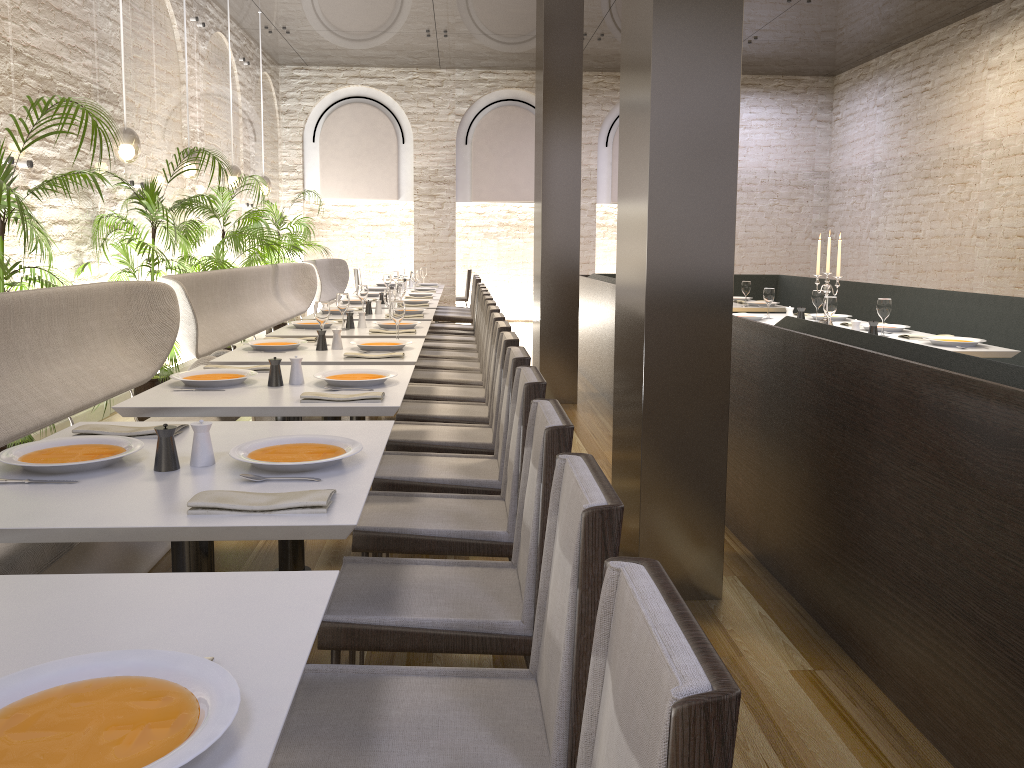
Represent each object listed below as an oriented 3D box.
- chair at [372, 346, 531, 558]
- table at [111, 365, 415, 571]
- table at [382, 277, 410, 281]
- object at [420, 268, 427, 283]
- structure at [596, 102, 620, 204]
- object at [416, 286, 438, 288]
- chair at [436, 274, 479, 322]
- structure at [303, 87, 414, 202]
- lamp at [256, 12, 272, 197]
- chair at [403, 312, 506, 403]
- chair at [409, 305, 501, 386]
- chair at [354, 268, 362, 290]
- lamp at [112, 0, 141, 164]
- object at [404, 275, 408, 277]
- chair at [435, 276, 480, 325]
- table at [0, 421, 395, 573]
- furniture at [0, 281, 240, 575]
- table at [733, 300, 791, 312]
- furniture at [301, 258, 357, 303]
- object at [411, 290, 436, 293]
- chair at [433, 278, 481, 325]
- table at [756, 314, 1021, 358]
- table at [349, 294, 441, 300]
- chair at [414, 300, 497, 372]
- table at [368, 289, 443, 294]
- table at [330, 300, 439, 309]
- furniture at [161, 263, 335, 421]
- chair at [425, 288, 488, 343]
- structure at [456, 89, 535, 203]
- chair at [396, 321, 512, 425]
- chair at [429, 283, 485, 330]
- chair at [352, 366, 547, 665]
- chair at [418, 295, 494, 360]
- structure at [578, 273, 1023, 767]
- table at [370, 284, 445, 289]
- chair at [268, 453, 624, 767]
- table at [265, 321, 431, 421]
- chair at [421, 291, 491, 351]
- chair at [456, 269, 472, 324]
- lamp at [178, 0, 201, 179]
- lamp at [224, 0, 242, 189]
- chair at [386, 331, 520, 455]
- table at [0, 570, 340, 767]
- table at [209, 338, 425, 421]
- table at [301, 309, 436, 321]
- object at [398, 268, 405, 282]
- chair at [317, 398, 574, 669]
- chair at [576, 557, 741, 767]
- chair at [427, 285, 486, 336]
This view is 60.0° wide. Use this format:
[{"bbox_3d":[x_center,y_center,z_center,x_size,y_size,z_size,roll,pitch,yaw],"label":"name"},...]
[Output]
[{"bbox_3d":[-0.221,0.327,3.306,0.565,0.901,0.414,0,7,-3],"label":"chair"},{"bbox_3d":[-0.871,0.371,3.455,0.936,0.756,1.016,0,8,-3],"label":"table"},{"bbox_3d":[-1.577,-1.324,14.223,0.936,0.756,1.016,0,8,-3],"label":"table"},{"bbox_3d":[-1.156,-1.405,11.590,0.086,0.230,0.086,4,8,26],"label":"object"},{"bbox_3d":[2.090,-3.578,13.463,1.633,1.667,0.098,0,7,-3],"label":"structure"},{"bbox_3d":[-1.052,-1.204,10.992,0.273,0.033,0.143,0,9,-3],"label":"object"},{"bbox_3d":[-0.709,-0.969,11.538,0.565,0.901,0.414,0,7,-3],"label":"chair"},{"bbox_3d":[-2.283,-3.572,13.204,1.633,1.667,0.098,0,7,-3],"label":"structure"},{"bbox_3d":[-2.826,-3.148,10.015,0.178,2.031,0.178,-3,7,-24],"label":"lamp"},{"bbox_3d":[-0.323,0.057,5.018,0.565,0.901,0.414,0,7,-3],"label":"chair"},{"bbox_3d":[-0.358,-0.035,5.607,0.565,0.901,0.414,0,7,-3],"label":"chair"},{"bbox_3d":[-2.233,-1.394,14.171,0.565,0.901,0.414,0,7,-3],"label":"chair"},{"bbox_3d":[-2.579,-2.491,5.843,0.178,2.031,0.178,3,7,17],"label":"lamp"},{"bbox_3d":[-1.847,-1.761,14.502,0.273,0.033,0.143,0,9,-3],"label":"object"},{"bbox_3d":[-0.675,-0.879,10.965,0.565,0.901,0.414,0,7,-3],"label":"chair"},{"bbox_3d":[-0.798,0.566,2.214,0.936,0.756,1.016,0,8,-3],"label":"table"},{"bbox_3d":[-1.579,0.325,2.634,0.709,1.091,4.499,0,9,-3],"label":"furniture"},{"bbox_3d":[1.908,-0.394,8.474,1.100,0.756,1.194,0,8,-3],"label":"table"},{"bbox_3d":[-2.067,-0.973,10.882,0.707,1.092,2.598,0,9,-3],"label":"furniture"},{"bbox_3d":[-0.986,-1.026,9.861,0.273,0.033,0.143,0,9,-3],"label":"object"},{"bbox_3d":[-0.642,-0.791,10.409,0.565,0.901,0.414,0,7,-3],"label":"chair"},{"bbox_3d":[2.058,0.005,5.938,1.100,0.756,2.552,0,9,-3],"label":"table"},{"bbox_3d":[-1.209,-0.526,9.155,0.936,0.756,1.016,0,8,-3],"label":"table"},{"bbox_3d":[-0.391,-0.123,6.164,0.565,0.901,0.414,0,7,-3],"label":"chair"},{"bbox_3d":[-1.274,-0.698,10.249,0.936,0.756,1.016,0,8,-3],"label":"table"},{"bbox_3d":[-1.143,-0.352,8.046,0.936,0.756,1.016,0,8,-3],"label":"table"},{"bbox_3d":[-1.851,-0.400,7.236,0.709,1.091,4.499,0,9,-3],"label":"furniture"},{"bbox_3d":[-0.492,-0.392,7.874,0.565,0.901,0.414,0,7,-3],"label":"chair"},{"bbox_3d":[-0.026,-3.575,13.338,1.633,1.667,0.098,0,7,-3],"label":"structure"},{"bbox_3d":[-0.289,0.146,4.457,0.565,0.901,0.414,0,7,-3],"label":"chair"},{"bbox_3d":[-0.559,-0.571,9.011,0.565,0.901,0.414,0,7,-3],"label":"chair"},{"bbox_3d":[-0.188,0.415,2.745,0.565,0.901,0.414,0,7,-3],"label":"chair"},{"bbox_3d":[-0.424,-0.211,6.723,0.565,0.901,0.414,0,7,-3],"label":"chair"},{"bbox_3d":[2.171,0.132,4.364,2.371,0.996,10.805,0,9,-3],"label":"structure"},{"bbox_3d":[-1.340,-0.876,11.380,0.936,0.756,1.016,0,8,-3],"label":"table"},{"bbox_3d":[-0.117,0.604,1.544,0.565,0.901,0.414,0,7,-3],"label":"chair"},{"bbox_3d":[-1.006,0.013,5.733,0.936,0.756,1.016,0,8,-3],"label":"table"},{"bbox_3d":[-0.458,-0.303,7.310,0.565,0.901,0.414,0,7,-3],"label":"chair"},{"bbox_3d":[-0.924,-1.396,14.248,0.565,0.901,0.414,0,7,-3],"label":"chair"},{"bbox_3d":[-2.662,-2.710,7.234,0.178,2.031,0.178,-2,7,-18],"label":"lamp"},{"bbox_3d":[-2.745,-2.931,8.639,0.178,2.031,0.178,-3,7,-24],"label":"lamp"},{"bbox_3d":[-0.256,0.234,3.895,0.565,0.901,0.414,0,7,-3],"label":"chair"},{"bbox_3d":[-0.724,0.762,0.974,0.936,0.756,1.016,0,8,-3],"label":"table"},{"bbox_3d":[-0.938,0.194,4.579,0.936,0.756,1.016,0,8,-3],"label":"table"},{"bbox_3d":[-1.074,-0.169,6.885,0.936,0.756,1.016,0,8,-3],"label":"table"},{"bbox_3d":[-1.384,-1.334,11.125,0.086,0.230,0.086,4,8,26],"label":"object"},{"bbox_3d":[-0.152,0.511,2.133,0.565,0.901,0.414,0,7,-3],"label":"chair"},{"bbox_3d":[-0.084,0.692,0.983,0.565,0.901,0.414,0,7,-3],"label":"chair"},{"bbox_3d":[-0.526,-0.484,8.458,0.565,0.901,0.414,0,7,-3],"label":"chair"}]
